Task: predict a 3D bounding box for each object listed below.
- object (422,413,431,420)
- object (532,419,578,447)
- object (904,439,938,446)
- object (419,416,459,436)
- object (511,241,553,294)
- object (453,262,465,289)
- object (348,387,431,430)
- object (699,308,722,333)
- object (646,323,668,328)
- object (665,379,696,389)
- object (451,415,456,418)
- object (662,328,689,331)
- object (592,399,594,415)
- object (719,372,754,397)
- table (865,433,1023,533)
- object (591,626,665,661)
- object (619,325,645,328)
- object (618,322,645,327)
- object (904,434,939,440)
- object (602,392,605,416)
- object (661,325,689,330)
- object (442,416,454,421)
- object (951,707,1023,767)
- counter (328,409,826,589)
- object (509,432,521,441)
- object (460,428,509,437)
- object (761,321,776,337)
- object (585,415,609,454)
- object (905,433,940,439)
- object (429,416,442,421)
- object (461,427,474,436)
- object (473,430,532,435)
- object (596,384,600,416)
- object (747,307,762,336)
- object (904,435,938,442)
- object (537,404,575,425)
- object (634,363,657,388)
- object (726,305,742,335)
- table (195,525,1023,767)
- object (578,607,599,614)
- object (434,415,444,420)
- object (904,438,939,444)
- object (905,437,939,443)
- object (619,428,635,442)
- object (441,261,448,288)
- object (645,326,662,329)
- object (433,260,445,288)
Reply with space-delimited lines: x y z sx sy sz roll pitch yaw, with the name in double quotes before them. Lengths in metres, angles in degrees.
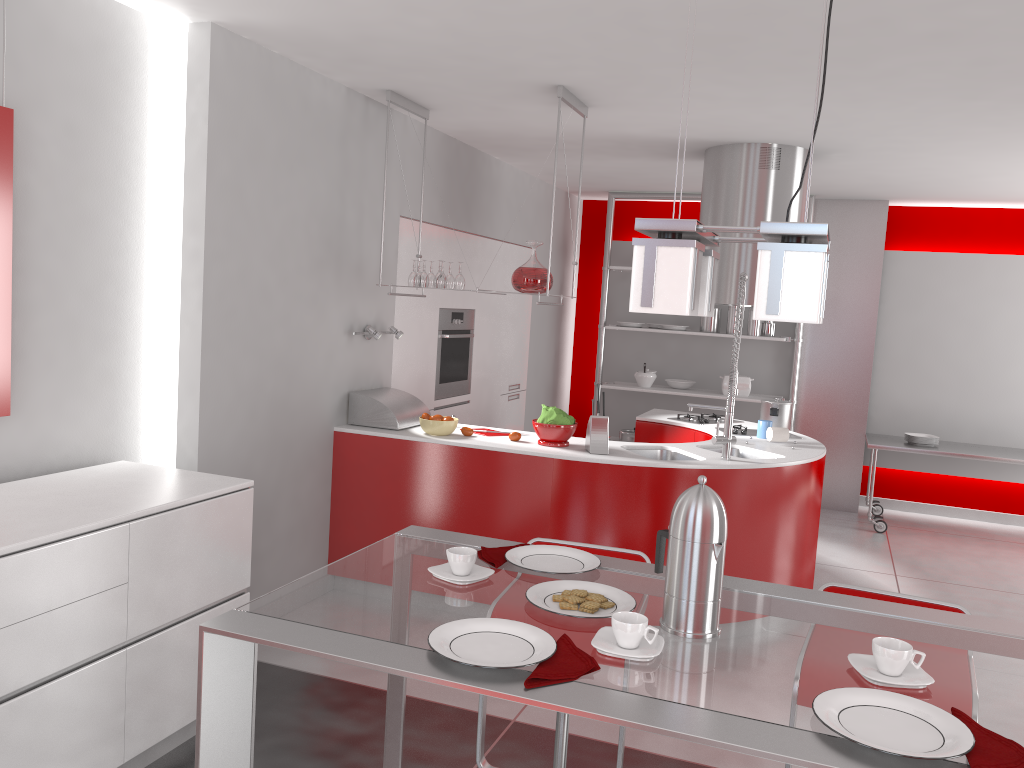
"object" -0.440 0.178 4.595 0.055 0.058 0.066 4 5 5
"object" 0.213 0.248 4.467 0.229 0.118 0.228 3 5 -9
"object" 3.182 0.459 6.900 0.228 0.020 0.228 4 5 2
"object" -0.379 0.219 4.574 0.201 0.086 0.201 6 6 21
"object" 0.107 -0.590 4.496 0.213 0.266 0.213 -1 7 -42
"object" -0.269 -0.557 4.571 0.060 0.141 0.060 5 6 20
"object" -0.656 0.128 4.836 0.300 0.170 0.400 5 6 20
"object" 1.669 -0.537 7.480 0.184 0.205 0.172 6 6 25
"object" 1.300 -0.506 7.799 0.244 0.042 0.244 5 5 12
"object" 1.466 0.007 7.741 0.272 0.072 0.272 2 5 -16
"object" -0.324 0.203 4.877 0.043 0.066 0.042 7 6 33
"object" 1.377 -0.462 7.521 0.280 0.015 0.280 -1 7 -40
"object" 0.395 0.176 4.330 0.009 0.197 0.091 3 5 -9
"object" 1.890 -0.005 7.486 0.282 0.197 0.235 5 5 10
"table" 3.561 0.842 6.830 1.627 0.682 0.749 6 6 21
"object" 0.199 0.448 1.522 0.119 0.016 0.119 5 5 17
"object" 1.025 -0.497 7.664 0.280 0.015 0.280 0 6 -33
"object" 1.026 -0.510 7.663 0.244 0.042 0.244 4 5 4
"object" 3.184 0.418 6.896 0.228 0.020 0.228 4 5 2
"object" 0.448 0.181 4.337 0.012 0.279 0.130 3 5 -9
"object" 1.377 -0.475 7.520 0.244 0.042 0.244 4 5 4
"object" -0.331 0.191 4.580 0.066 0.049 0.062 6 6 28
"object" 0.674 0.506 1.229 0.095 0.012 0.234 5 6 19
"counter" 0.555 0.722 5.004 2.865 0.880 1.868 0 6 -36
"object" 0.015 0.266 4.516 0.064 0.048 0.063 3 5 -2
"object" -0.136 0.258 4.737 0.168 0.006 0.266 -1 7 -43
"object" 2.139 -0.477 7.412 0.127 0.157 0.127 7 6 30
"object" 0.418 0.241 4.321 0.091 0.178 0.137 3 5 -7
"object" 3.185 0.408 6.895 0.228 0.020 0.228 4 5 2
"object" -0.392 0.189 4.559 0.065 0.052 0.062 4 5 5
"object" -0.231 0.247 4.584 0.065 0.047 0.063 5 6 20
"object" -0.079 0.255 4.734 0.375 0.008 0.041 3 5 -3
"object" 0.421 0.163 4.341 0.014 0.322 0.150 3 5 -9
"object" 1.991 -0.531 7.262 0.115 0.274 0.115 5 5 13
"object" 3.184 0.429 6.897 0.228 0.020 0.228 4 5 2
"object" 0.226 0.196 4.459 0.198 0.182 0.193 6 6 26
"object" 1.158 -0.080 7.692 0.192 0.214 0.192 4 5 7
"object" 1.847 -0.577 7.365 0.109 0.329 0.110 5 5 18
"table" 0.370 0.958 1.640 1.700 1.000 0.800 5 6 20
"object" 0.148 0.430 1.698 0.034 0.006 0.036 6 6 24
"object" -0.384 0.184 4.621 0.066 0.049 0.062 5 5 17
"object" 3.183 0.449 6.899 0.228 0.020 0.228 4 5 2
"object" 3.183 0.439 6.898 0.228 0.020 0.228 4 5 2
"object" 1.082 0.457 7.833 0.308 0.130 0.407 6 6 27
"object" -0.363 -0.566 4.604 0.060 0.141 0.060 5 6 20
"object" 1.299 -0.492 7.800 0.280 0.015 0.280 0 6 -33
"object" -0.368 -0.559 4.518 0.060 0.141 0.060 3 5 -3
